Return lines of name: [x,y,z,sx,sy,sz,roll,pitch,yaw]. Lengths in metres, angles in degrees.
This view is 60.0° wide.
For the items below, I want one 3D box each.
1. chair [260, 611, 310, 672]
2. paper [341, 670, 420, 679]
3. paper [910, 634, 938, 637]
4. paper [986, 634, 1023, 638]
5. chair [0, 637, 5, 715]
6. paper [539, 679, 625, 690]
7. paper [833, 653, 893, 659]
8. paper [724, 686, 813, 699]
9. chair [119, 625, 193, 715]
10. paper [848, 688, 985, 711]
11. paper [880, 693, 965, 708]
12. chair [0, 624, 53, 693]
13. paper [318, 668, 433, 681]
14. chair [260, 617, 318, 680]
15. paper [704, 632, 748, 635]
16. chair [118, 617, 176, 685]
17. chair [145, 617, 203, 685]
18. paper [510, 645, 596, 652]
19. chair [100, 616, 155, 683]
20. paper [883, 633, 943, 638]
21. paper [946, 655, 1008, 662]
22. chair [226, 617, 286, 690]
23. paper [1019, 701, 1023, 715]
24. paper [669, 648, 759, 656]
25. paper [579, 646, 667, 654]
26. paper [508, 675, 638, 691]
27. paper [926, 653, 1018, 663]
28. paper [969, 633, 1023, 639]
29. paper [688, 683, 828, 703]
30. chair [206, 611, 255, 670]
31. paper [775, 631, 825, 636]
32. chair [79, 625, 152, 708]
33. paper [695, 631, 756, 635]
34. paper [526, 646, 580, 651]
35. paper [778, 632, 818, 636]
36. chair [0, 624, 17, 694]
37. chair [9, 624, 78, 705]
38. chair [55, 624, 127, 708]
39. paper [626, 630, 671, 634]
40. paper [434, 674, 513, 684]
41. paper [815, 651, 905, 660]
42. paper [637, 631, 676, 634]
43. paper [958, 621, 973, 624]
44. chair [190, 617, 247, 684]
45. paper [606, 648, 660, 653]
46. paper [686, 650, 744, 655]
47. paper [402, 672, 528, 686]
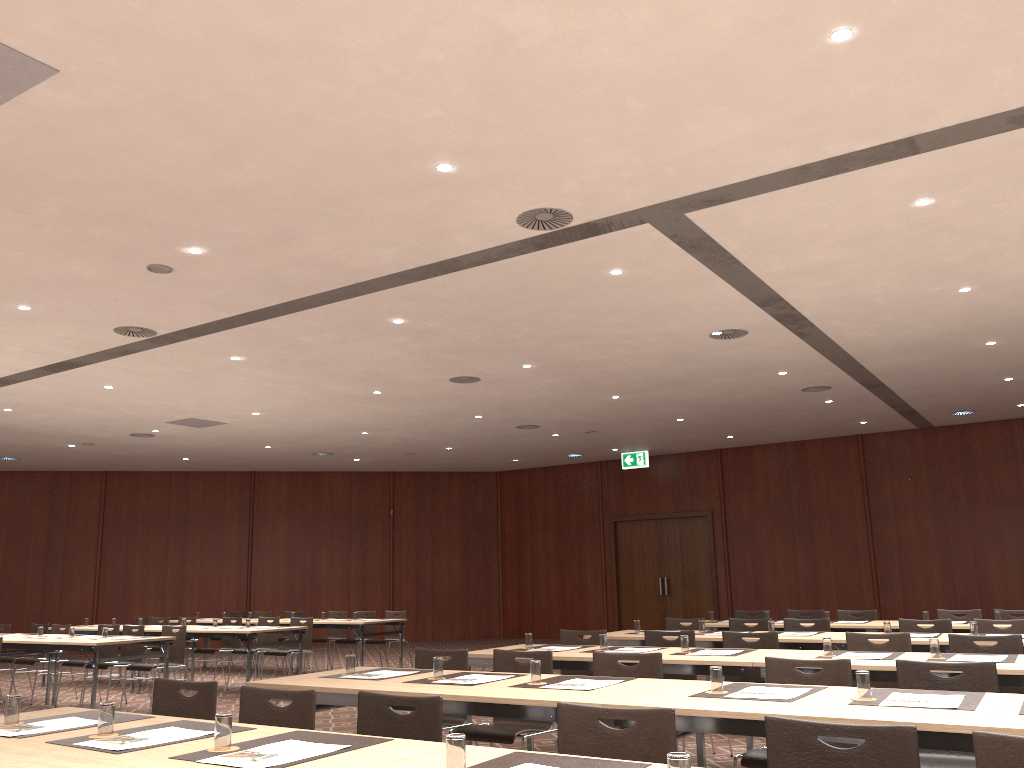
chair: [-3.746,4.248,14.681,0.536,0.937,0.614,-9,-14,31]
paper: [-0.776,1.707,5.214,0.284,0.006,0.398,-9,-15,32]
paper: [3.323,2.065,7.288,0.284,0.006,0.398,-10,-15,34]
paper: [3.875,1.978,6.959,0.284,0.006,0.398,-9,-14,29]
chair: [-5.188,2.911,8.469,0.536,0.937,0.614,-9,-14,33]
paper: [0.358,1.521,4.497,0.284,0.006,0.398,-9,-15,31]
paper: [2.225,1.725,5.630,0.284,0.006,0.398,-10,-15,33]
paper: [1.161,1.392,4.002,0.284,0.006,0.398,-9,-15,32]
chair: [-4.013,3.245,10.111,0.536,0.937,0.614,-9,-14,31]
paper: [1.711,1.322,3.728,0.460,0.003,0.566,-9,-14,30]
paper: [1.694,1.302,3.655,0.284,0.006,0.398,-9,-14,29]
chair: [-6.439,3.658,11.713,0.536,0.937,0.614,-9,-14,32]
paper: [-0.786,1.727,5.284,0.460,0.003,0.566,-9,-15,32]
chair: [-2.921,3.581,11.756,0.536,0.937,0.614,-9,-14,33]
paper: [1.965,2.281,8.115,0.284,0.006,0.398,-10,-15,35]
chair: [-5.444,3.984,13.299,0.536,0.937,0.614,-8,-14,30]
chair: [-4.932,3.911,13.025,0.536,0.937,0.614,-10,-15,34]
paper: [0.316,2.060,6.914,0.460,0.003,0.566,-10,-15,35]
chair: [-5.909,4.087,13.713,0.536,0.937,0.614,-10,-15,34]
paper: [3.300,2.085,7.358,0.460,0.003,0.566,-8,-14,28]
paper: [2.784,1.640,5.304,0.284,0.006,0.398,-10,-15,33]
chair: [-3.480,3.689,12.180,0.536,0.937,0.614,-9,-14,33]
paper: [2.206,1.232,3.376,0.460,0.003,0.566,-9,-15,31]
paper: [1.421,1.877,6.210,0.460,0.003,0.566,-9,-14,30]
paper: [0.836,1.971,6.571,0.460,0.003,0.566,-10,-15,33]
paper: [0.323,1.549,4.600,0.460,0.003,0.566,-9,-15,31]
paper: [2.790,1.658,5.367,0.460,0.003,0.566,-9,-14,30]
paper: [3.861,1.999,7.034,0.460,0.003,0.566,-10,-15,34]
paper: [1.137,1.411,4.066,0.460,0.003,0.566,-10,-15,33]
chair: [-4.839,4.411,15.301,0.536,0.937,0.614,-8,-14,29]
paper: [2.478,2.219,7.875,0.460,0.003,0.566,-9,-15,32]
chair: [-4.638,3.336,10.455,0.536,0.937,0.614,-9,-14,33]
paper: [1.967,2.312,8.238,0.460,0.003,0.566,-9,-14,30]
paper: [0.327,2.035,6.822,0.284,0.006,0.398,-9,-14,30]
paper: [2.503,2.197,7.797,0.284,0.006,0.398,-9,-14,30]
chair: [-7.119,3.743,12.021,0.536,0.937,0.614,-9,-14,33]
chair: [-5.958,3.564,11.339,0.536,0.937,0.614,-9,-14,32]
chair: [-5.127,3.443,10.885,0.536,0.937,0.614,-9,-14,31]
paper: [1.398,2.393,8.542,0.460,0.003,0.566,-8,-14,29]
paper: [-0.207,1.613,4.851,0.284,0.006,0.398,-9,-15,32]
paper: [2.247,1.748,5.714,0.460,0.003,0.566,-9,-14,30]
paper: [1.413,2.381,8.509,0.284,0.006,0.398,-9,-15,32]
paper: [4.395,2.421,9.003,0.460,0.003,0.566,-9,-15,31]
chair: [-4.076,3.760,12.435,0.536,0.937,0.614,-10,-15,34]
paper: [0.883,1.952,6.506,0.284,0.006,0.398,-9,-15,31]
paper: [1.406,1.857,6.134,0.284,0.006,0.398,-9,-15,31]
paper: [-0.250,1.632,4.913,0.460,0.003,0.566,-9,-15,31]
